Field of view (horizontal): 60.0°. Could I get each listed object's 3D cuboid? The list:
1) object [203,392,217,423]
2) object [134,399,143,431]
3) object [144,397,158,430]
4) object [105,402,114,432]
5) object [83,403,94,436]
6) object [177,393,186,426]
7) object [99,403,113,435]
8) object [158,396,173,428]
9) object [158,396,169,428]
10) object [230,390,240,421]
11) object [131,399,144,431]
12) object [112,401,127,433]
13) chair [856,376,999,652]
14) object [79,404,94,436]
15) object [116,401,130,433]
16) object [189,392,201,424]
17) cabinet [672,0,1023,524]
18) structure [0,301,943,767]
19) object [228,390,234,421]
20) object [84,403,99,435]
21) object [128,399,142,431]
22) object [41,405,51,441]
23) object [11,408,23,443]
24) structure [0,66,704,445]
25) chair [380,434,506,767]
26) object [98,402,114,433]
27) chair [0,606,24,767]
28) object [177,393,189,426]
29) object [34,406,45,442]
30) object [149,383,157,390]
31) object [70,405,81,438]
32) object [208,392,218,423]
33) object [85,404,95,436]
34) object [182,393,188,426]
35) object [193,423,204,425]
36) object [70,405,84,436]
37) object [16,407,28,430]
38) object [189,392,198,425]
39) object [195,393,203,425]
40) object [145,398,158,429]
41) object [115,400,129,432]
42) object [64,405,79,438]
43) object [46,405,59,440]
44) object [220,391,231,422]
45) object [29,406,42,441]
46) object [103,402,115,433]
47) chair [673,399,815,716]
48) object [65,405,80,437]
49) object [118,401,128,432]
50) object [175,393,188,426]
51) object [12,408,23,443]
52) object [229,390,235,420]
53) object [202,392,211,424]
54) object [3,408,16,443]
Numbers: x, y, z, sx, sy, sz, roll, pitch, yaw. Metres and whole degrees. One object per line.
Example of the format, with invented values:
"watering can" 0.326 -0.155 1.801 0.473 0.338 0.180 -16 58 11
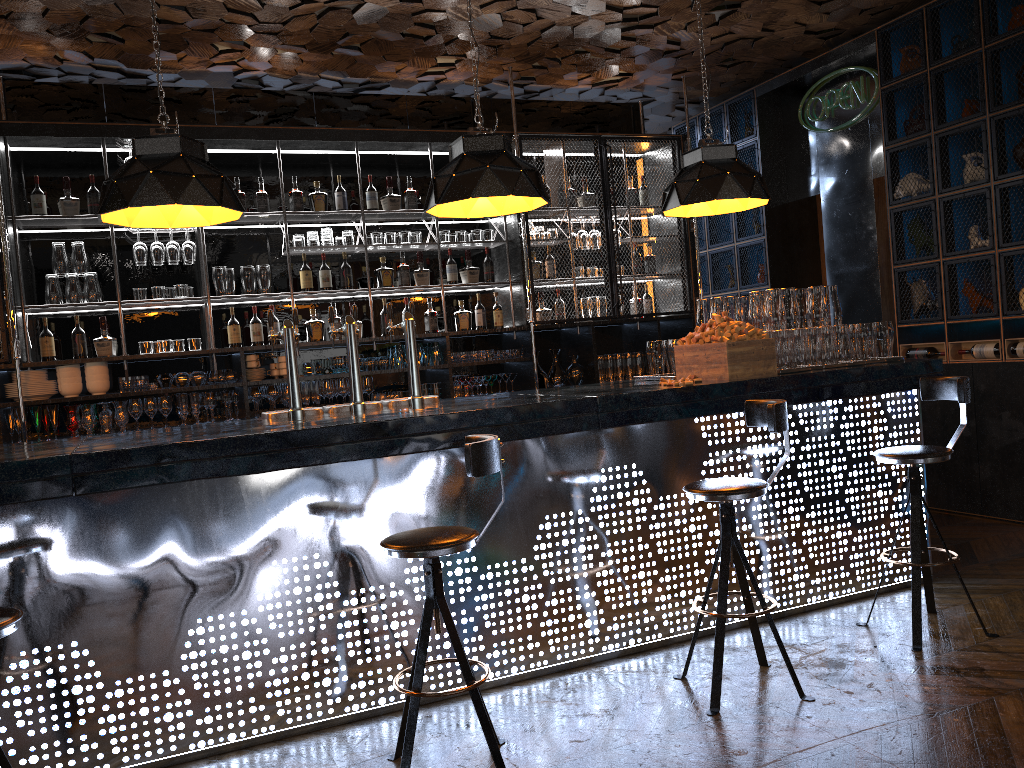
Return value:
"object" -2.055 0.168 6.058 0.092 0.218 0.092 -4 2 28
"object" -2.528 0.211 5.979 0.084 0.216 0.084 -5 2 -11
"object" -2.497 0.203 6.133 0.084 0.216 0.084 -6 2 -24
"object" -2.721 0.231 5.951 0.082 0.213 0.082 -5 2 9
"object" -2.845 0.240 5.992 0.082 0.213 0.082 -5 2 8
"object" -2.251 0.180 6.076 0.071 0.226 0.071 -3 3 39
"object" -2.653 0.231 5.786 0.082 0.213 0.082 -5 2 11
"object" -2.417 0.195 6.174 0.084 0.216 0.084 -5 2 0
"object" -2.367 0.195 6.050 0.084 0.216 0.084 -4 2 19
"object" -1.909 0.153 6.137 0.071 0.217 0.071 -5 2 -15
"object" -2.584 0.212 6.103 0.084 0.216 0.084 -4 2 16
"object" -2.568 0.222 5.820 0.082 0.213 0.082 -5 2 7
"chair" 1.811 0.536 3.917 0.476 1.108 0.419 -5 2 -13
"object" -2.749 0.240 5.746 0.082 0.213 0.082 -5 2 6
"object" -2.631 0.222 5.989 0.082 0.213 0.082 -6 2 -35
"object" -2.134 0.172 5.991 0.071 0.226 0.071 -3 3 39
"cabinet" 2.858 -0.870 7.049 0.691 3.514 4.416 -6 2 -23
"structure" -0.767 0.465 3.919 6.009 1.685 1.214 -6 2 -23
"object" -1.987 0.156 6.237 0.071 0.217 0.071 -5 2 -15
"object" -2.807 0.239 5.915 0.082 0.213 0.082 -5 2 -2
"object" -2.481 0.212 5.854 0.084 0.216 0.084 -6 2 -35
"object" -3.013 0.254 5.740 0.073 0.229 0.073 -6 2 -34
"object" -3.237 0.271 5.825 0.073 0.229 0.073 -6 2 -34
"structure" -1.538 -0.488 6.283 6.750 3.553 1.143 -6 2 -23
"chair" -0.222 0.743 2.930 0.476 1.108 0.419 -5 2 -8
"object" -2.686 0.231 5.868 0.082 0.213 0.082 -7 3 -43
"chair" -1.458 0.870 2.297 0.476 1.108 0.419 -6 2 -23
"object" -2.217 0.179 5.999 0.071 0.226 0.071 -3 3 39
"object" -3.089 0.260 5.778 0.073 0.229 0.073 -6 2 -34
"object" -2.394 0.016 5.921 0.049 0.048 0.044 -4 2 20
"object" -2.895 0.248 5.877 0.082 0.213 0.082 -4 2 27
"object" -2.082 0.166 6.164 0.092 0.218 0.092 -4 2 28
"object" -2.778 0.240 5.828 0.082 0.213 0.082 -3 3 43
"object" -2.283 0.179 6.163 0.071 0.226 0.071 -3 3 39
"object" -2.219 0.175 6.250 0.092 0.218 0.092 -4 2 28
"object" -2.933 0.248 5.957 0.082 0.213 0.082 -3 3 44
"object" -3.126 0.266 5.672 0.073 0.229 0.073 -6 2 -34
"object" -2.166 0.173 6.065 0.071 0.226 0.071 -3 3 39
"object" -2.182 0.175 6.149 0.092 0.218 0.092 -4 2 28
"object" -2.443 0.203 6.011 0.084 0.216 0.084 -6 2 -30
"object" -2.663 0.222 6.071 0.082 0.213 0.082 -6 2 -32
"object" -2.831 0.248 5.711 0.082 0.213 0.082 -5 2 6
"object" -2.937 0.250 5.693 0.073 0.229 0.073 -6 2 -34
"object" -1.981 0.158 6.149 0.071 0.217 0.071 -5 2 -15
"object" -3.028 0.259 5.659 0.073 0.229 0.073 -6 2 -34
"object" -2.754 0.231 6.034 0.082 0.213 0.082 -6 2 -23
"chair" 0.875 0.632 3.448 0.476 1.108 0.419 -5 2 -8
"object" -2.863 0.248 5.795 0.082 0.213 0.082 -6 2 -31
"object" -2.597 0.222 5.906 0.082 0.213 0.082 -7 3 -42
"object" -2.323 0.180 6.232 0.071 0.226 0.071 -3 3 39
"object" -3.191 0.270 5.727 0.073 0.229 0.073 -6 2 -34
"object" -2.007 0.155 6.315 0.071 0.217 0.071 -5 2 -15
"object" -2.161 0.169 6.276 0.092 0.218 0.092 -4 2 28
"object" -3.154 0.272 5.584 0.073 0.229 0.073 -6 2 -34
